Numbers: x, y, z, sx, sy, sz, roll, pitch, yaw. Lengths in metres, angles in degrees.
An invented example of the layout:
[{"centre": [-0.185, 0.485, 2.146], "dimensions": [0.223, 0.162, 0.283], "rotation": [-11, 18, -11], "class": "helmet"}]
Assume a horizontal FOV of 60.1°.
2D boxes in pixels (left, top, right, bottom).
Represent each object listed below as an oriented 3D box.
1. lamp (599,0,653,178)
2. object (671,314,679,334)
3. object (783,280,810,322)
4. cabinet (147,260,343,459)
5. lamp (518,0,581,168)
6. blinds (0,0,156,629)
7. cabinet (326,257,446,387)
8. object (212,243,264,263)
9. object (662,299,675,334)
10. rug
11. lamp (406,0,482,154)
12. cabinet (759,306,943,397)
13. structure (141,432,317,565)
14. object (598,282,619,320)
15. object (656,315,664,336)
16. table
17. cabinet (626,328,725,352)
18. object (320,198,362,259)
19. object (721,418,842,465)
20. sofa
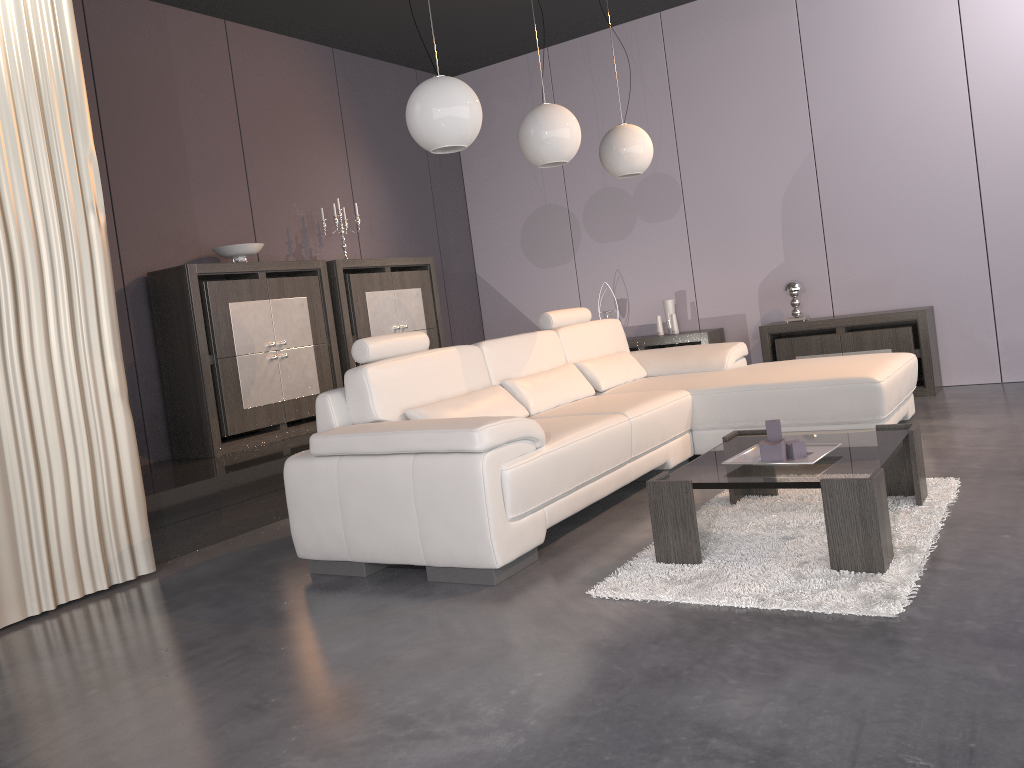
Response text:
[{"centre": [0.572, -1.882, 5.009], "dimensions": [0.306, 1.413, 0.308], "rotation": [-6, 2, 36], "class": "lamp"}, {"centre": [1.224, -0.452, 6.671], "dimensions": [0.051, 0.152, 0.051], "rotation": [-7, 2, 11], "class": "object"}, {"centre": [1.990, -0.589, 6.225], "dimensions": [0.140, 0.283, 0.141], "rotation": [-6, 3, 33], "class": "object"}, {"centre": [-1.552, -0.189, 5.397], "dimensions": [0.410, 1.073, 1.077], "rotation": [-6, 4, 33], "class": "cabinet"}, {"centre": [0.105, -1.758, 4.255], "dimensions": [0.306, 1.413, 0.308], "rotation": [-6, 2, 36], "class": "lamp"}, {"centre": [-2.187, -0.547, 2.604], "dimensions": [0.248, 2.991, 3.303], "rotation": [-6, 4, 33], "class": "blinds"}, {"centre": [-0.937, -0.351, 6.379], "dimensions": [0.410, 1.073, 1.077], "rotation": [-6, 4, 33], "class": "cabinet"}, {"centre": [-1.659, -0.776, 5.395], "dimensions": [0.309, 0.116, 0.309], "rotation": [-9, 5, -24], "class": "object"}, {"centre": [1.211, -0.515, 6.776], "dimensions": [0.089, 0.263, 0.089], "rotation": [-8, 2, -6], "class": "object"}, {"centre": [0.987, 0.503, 3.067], "dimensions": [0.914, 0.023, 1.533], "rotation": [-5, 6, 32], "class": "rug"}, {"centre": [-0.347, -1.640, 3.534], "dimensions": [0.307, 1.413, 0.307], "rotation": [-8, 2, 0], "class": "lamp"}, {"centre": [2.298, -0.186, 6.046], "dimensions": [1.070, 0.554, 0.379], "rotation": [-5, 4, 32], "class": "cabinet"}, {"centre": [-2.400, 0.778, 3.425], "dimensions": [0.998, 0.300, 8.813], "rotation": [-5, 5, 32], "class": "structure"}, {"centre": [0.759, -0.573, 6.966], "dimensions": [0.123, 0.465, 0.108], "rotation": [-6, 2, 33], "class": "object"}, {"centre": [1.122, -0.444, 6.736], "dimensions": [0.051, 0.152, 0.051], "rotation": [-7, 2, 11], "class": "object"}, {"centre": [0.984, 0.364, 3.069], "dimensions": [0.699, 0.270, 0.909], "rotation": [-5, 5, 32], "class": "table"}, {"centre": [1.084, -0.089, 6.821], "dimensions": [1.070, 0.554, 0.379], "rotation": [-5, 4, 32], "class": "cabinet"}, {"centre": [-1.181, -1.067, 6.151], "dimensions": [0.230, 0.445, 0.229], "rotation": [-10, 3, -40], "class": "object"}, {"centre": [0.899, 0.188, 2.965], "dimensions": [0.303, 0.136, 0.306], "rotation": [-4, 5, 37], "class": "object"}, {"centre": [0.642, 0.043, 4.053], "dimensions": [1.864, 0.857, 2.875], "rotation": [-5, 5, 32], "class": "sofa"}]
